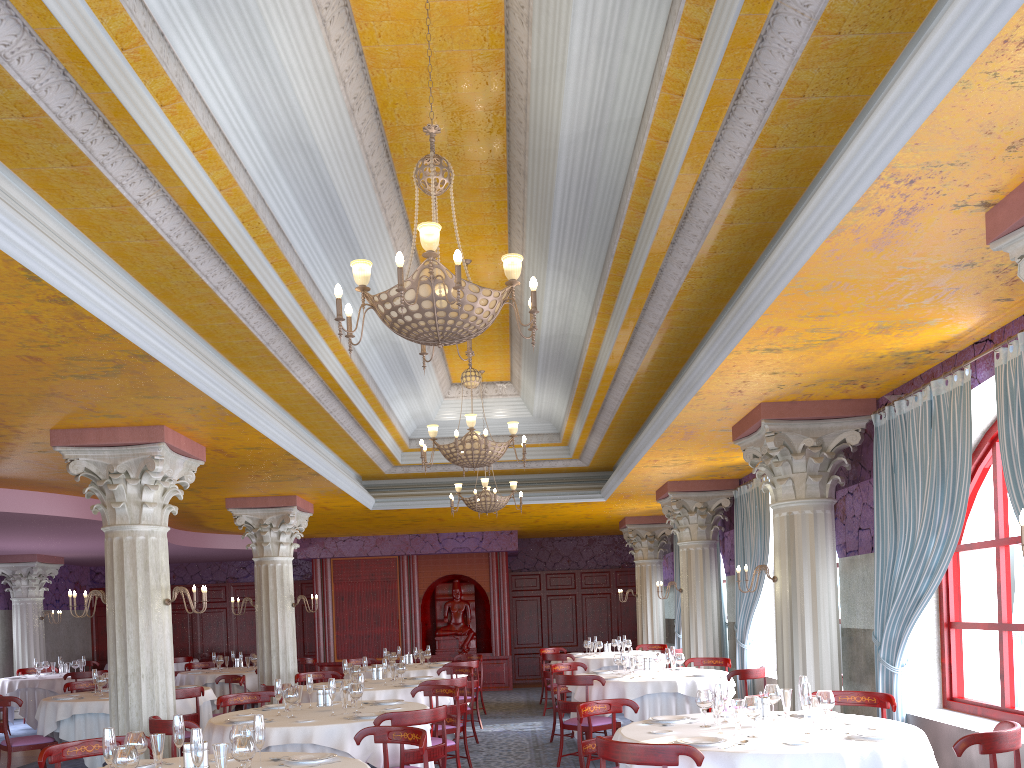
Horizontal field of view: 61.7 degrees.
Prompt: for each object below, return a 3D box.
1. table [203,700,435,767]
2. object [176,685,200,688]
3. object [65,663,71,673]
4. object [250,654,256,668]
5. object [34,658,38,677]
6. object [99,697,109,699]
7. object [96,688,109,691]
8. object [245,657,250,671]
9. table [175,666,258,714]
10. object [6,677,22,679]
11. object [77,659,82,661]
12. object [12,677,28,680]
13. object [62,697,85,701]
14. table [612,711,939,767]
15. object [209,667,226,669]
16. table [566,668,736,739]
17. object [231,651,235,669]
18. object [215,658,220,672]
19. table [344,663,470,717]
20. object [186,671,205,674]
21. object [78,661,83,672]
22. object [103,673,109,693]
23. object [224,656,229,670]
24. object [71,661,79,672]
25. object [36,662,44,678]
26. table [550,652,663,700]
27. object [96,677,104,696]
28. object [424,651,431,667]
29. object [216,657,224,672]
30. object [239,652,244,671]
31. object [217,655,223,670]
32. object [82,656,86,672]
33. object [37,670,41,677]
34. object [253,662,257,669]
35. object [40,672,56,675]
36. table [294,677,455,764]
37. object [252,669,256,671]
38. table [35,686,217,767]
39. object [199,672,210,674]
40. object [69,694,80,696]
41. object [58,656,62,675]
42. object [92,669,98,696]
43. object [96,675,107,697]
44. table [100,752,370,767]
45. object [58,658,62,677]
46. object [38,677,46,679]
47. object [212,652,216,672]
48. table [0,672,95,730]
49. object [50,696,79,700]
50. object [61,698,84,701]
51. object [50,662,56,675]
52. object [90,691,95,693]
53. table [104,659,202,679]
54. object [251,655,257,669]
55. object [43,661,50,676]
[{"bbox_3d":[-1.736,3.500,7.884,2.078,0.940,2.157,-2,-12,1],"label":"table"},{"bbox_3d":[-4.338,4.052,11.461,0.313,0.024,0.323,-2,-15,0],"label":"object"},{"bbox_3d":[-7.940,5.104,15.319,0.086,0.235,0.086,-2,-2,2],"label":"object"},{"bbox_3d":[-4.699,5.028,15.541,0.123,0.262,0.123,-3,-3,14],"label":"object"},{"bbox_3d":[-8.546,5.095,15.383,0.074,0.333,0.074,-2,-1,-9],"label":"object"},{"bbox_3d":[-4.871,3.762,10.260,0.159,0.009,0.163,6,-17,-29],"label":"object"},{"bbox_3d":[-5.422,4.092,11.458,0.313,0.024,0.323,-2,-15,0],"label":"object"},{"bbox_3d":[-4.608,4.878,14.938,0.086,0.235,0.086,-3,-2,25],"label":"object"},{"bbox_3d":[-4.851,5.551,15.187,2.078,0.940,2.157,-2,-12,1],"label":"table"},{"bbox_3d":[-8.741,5.160,15.019,0.315,0.024,0.321,-7,-16,19],"label":"object"},{"bbox_3d":[-8.031,5.254,15.922,0.122,0.262,0.124,-2,-3,-9],"label":"object"},{"bbox_3d":[-8.568,5.123,14.896,0.259,0.019,0.056,11,-18,-40],"label":"object"},{"bbox_3d":[-5.246,3.768,10.250,0.259,0.019,0.056,11,-18,-40],"label":"object"},{"bbox_3d":[1.734,2.828,5.838,2.078,0.940,2.157,-2,-12,1],"label":"table"},{"bbox_3d":[-5.412,5.221,15.723,0.313,0.024,0.323,-2,-15,0],"label":"object"},{"bbox_3d":[1.745,4.141,10.798,2.078,0.940,2.157,-2,-12,1],"label":"table"},{"bbox_3d":[-5.054,5.000,15.522,0.074,0.333,0.074,-3,-1,36],"label":"object"},{"bbox_3d":[-5.116,4.891,14.916,0.085,0.235,0.086,-2,-2,-20],"label":"object"},{"bbox_3d":[-1.721,5.189,14.263,2.078,0.940,2.157,-2,-12,1],"label":"table"},{"bbox_3d":[-5.409,4.934,14.638,0.313,0.024,0.323,-2,-15,0],"label":"object"},{"bbox_3d":[-7.961,5.240,15.827,0.086,0.235,0.086,-3,-2,25],"label":"object"},{"bbox_3d":[-5.242,3.870,11.091,0.123,0.262,0.123,-3,-3,14],"label":"object"},{"bbox_3d":[-5.137,5.027,15.425,0.085,0.235,0.086,-2,-2,-20],"label":"object"},{"bbox_3d":[-7.846,5.106,15.388,0.123,0.262,0.123,-3,-3,14],"label":"object"},{"bbox_3d":[-8.379,5.077,15.203,0.122,0.262,0.124,-2,-3,-9],"label":"object"},{"bbox_3d":[1.756,5.407,15.584,2.078,0.940,2.157,-2,-12,1],"label":"table"},{"bbox_3d":[-5.126,3.763,10.652,0.085,0.235,0.086,-2,-2,-20],"label":"object"},{"bbox_3d":[-1.384,4.517,14.083,0.122,0.262,0.124,-2,-3,-9],"label":"object"},{"bbox_3d":[-5.047,4.850,14.822,0.123,0.262,0.123,-3,-3,14],"label":"object"},{"bbox_3d":[-4.695,4.807,14.841,0.074,0.333,0.074,-3,-1,36],"label":"object"},{"bbox_3d":[-5.232,4.999,15.356,0.123,0.262,0.123,-3,-3,14],"label":"object"},{"bbox_3d":[-7.866,5.165,15.742,0.074,0.333,0.074,-2,-1,-9],"label":"object"},{"bbox_3d":[-8.448,5.118,15.297,0.085,0.235,0.086,-2,-2,-20],"label":"object"},{"bbox_3d":[-4.629,5.013,15.446,0.085,0.235,0.086,-1,-2,-43],"label":"object"},{"bbox_3d":[-8.744,5.447,16.104,0.313,0.024,0.323,3,-16,-19],"label":"object"},{"bbox_3d":[-1.729,4.310,10.944,2.078,0.940,2.157,-2,-12,1],"label":"table"},{"bbox_3d":[-4.325,4.894,14.641,0.313,0.024,0.323,-2,-15,0],"label":"object"},{"bbox_3d":[-4.860,4.423,10.922,2.078,0.940,2.157,-2,-12,1],"label":"table"},{"bbox_3d":[-5.236,4.897,14.515,0.259,0.019,0.056,11,-18,-40],"label":"object"},{"bbox_3d":[-5.576,3.959,10.904,0.160,0.009,0.163,-7,-16,19],"label":"object"},{"bbox_3d":[-8.386,5.227,15.903,0.074,0.333,0.074,-2,-1,-9],"label":"object"},{"bbox_3d":[-5.224,3.740,10.737,0.074,0.333,0.074,-3,-1,36],"label":"object"},{"bbox_3d":[-5.057,3.722,10.557,0.123,0.262,0.123,-3,-3,14],"label":"object"},{"bbox_3d":[-1.743,2.651,4.673,2.078,0.940,2.157,-2,-12,1],"label":"table"},{"bbox_3d":[-8.027,5.033,15.222,0.074,0.333,0.074,-2,-1,-9],"label":"object"},{"bbox_3d":[-8.193,5.117,14.905,0.158,0.009,0.164,-2,-15,0],"label":"object"},{"bbox_3d":[-5.215,4.869,15.002,0.074,0.333,0.074,-3,-1,36],"label":"object"},{"bbox_3d":[-8.183,5.778,15.568,2.078,0.940,2.157,-2,-12,1],"label":"table"},{"bbox_3d":[-5.419,3.805,10.374,0.313,0.024,0.323,-2,-15,0],"label":"object"},{"bbox_3d":[-5.275,3.785,10.276,0.022,0.003,0.256,-15,-20,41],"label":"object"},{"bbox_3d":[-8.469,5.253,15.806,0.085,0.235,0.086,-2,-2,-20],"label":"object"},{"bbox_3d":[-5.545,4.054,11.285,0.055,0.019,0.263,9,-18,-39],"label":"object"},{"bbox_3d":[-8.393,6.974,20.058,2.078,0.940,2.157,-2,-12,1],"label":"table"},{"bbox_3d":[-4.514,4.879,15.007,0.122,0.262,0.124,-2,-3,-9],"label":"object"},{"bbox_3d":[-8.564,5.225,15.737,0.123,0.262,0.122,-4,-3,36],"label":"object"}]
